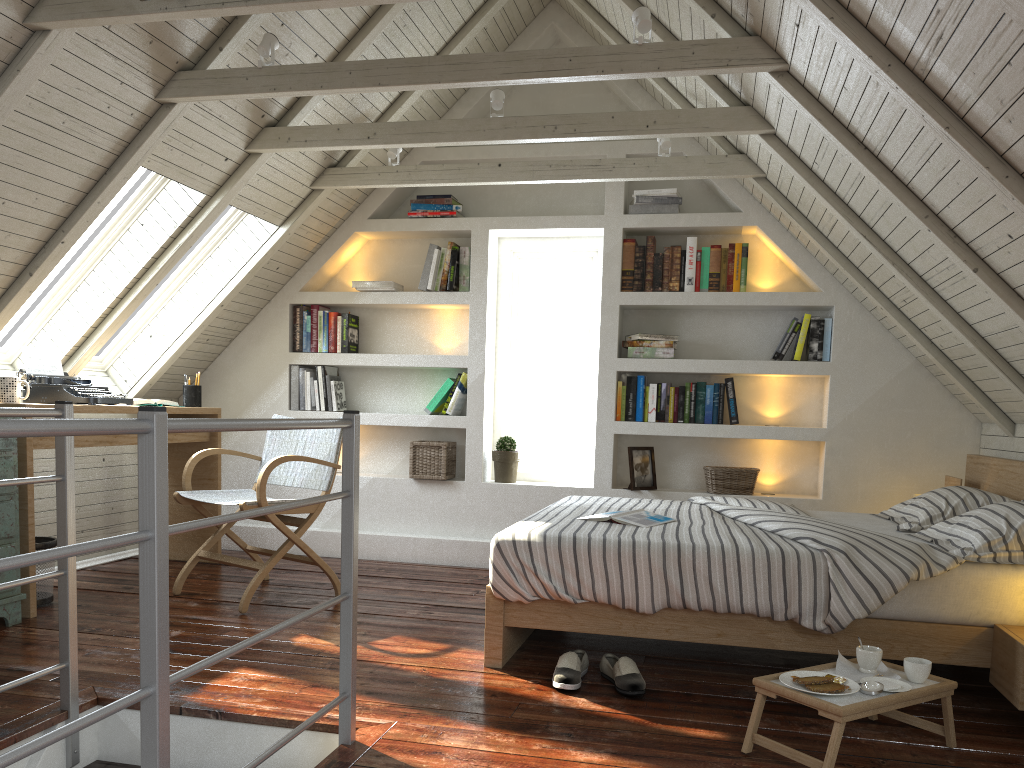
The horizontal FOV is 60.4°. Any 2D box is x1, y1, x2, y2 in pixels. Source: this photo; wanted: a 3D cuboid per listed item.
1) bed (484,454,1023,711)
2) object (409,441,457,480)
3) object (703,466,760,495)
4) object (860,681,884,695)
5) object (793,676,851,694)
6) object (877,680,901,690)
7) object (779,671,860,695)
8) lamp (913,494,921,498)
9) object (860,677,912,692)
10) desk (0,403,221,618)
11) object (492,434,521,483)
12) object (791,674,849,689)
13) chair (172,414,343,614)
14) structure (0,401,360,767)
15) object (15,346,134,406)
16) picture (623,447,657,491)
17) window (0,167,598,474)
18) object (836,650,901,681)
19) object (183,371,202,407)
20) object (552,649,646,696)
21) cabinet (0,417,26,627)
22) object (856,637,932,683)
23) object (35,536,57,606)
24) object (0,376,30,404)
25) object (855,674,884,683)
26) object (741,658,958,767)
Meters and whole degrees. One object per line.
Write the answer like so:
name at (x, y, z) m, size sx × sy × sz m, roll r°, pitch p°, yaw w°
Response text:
bed at (0.979, 0.617, 3.306) m, size 1.875 × 0.711 × 1.863 m, roll 2°, pitch -1°, yaw 13°
object at (-0.433, 0.416, 4.824) m, size 0.204 × 0.203 × 0.203 m, roll 2°, pitch 2°, yaw 13°
object at (1.116, 0.492, 4.488) m, size 0.282 × 0.135 × 0.176 m, roll 2°, pitch 1°, yaw 4°
object at (0.880, 0.740, 2.150) m, size 0.055 × 0.028 × 0.055 m, roll 2°, pitch 0°, yaw -36°
object at (0.761, 0.733, 2.158) m, size 0.110 × 0.029 × 0.118 m, roll 2°, pitch -1°, yaw -22°
object at (0.936, 0.753, 2.202) m, size 0.060 × 0.005 × 0.059 m, roll 2°, pitch -2°, yaw -22°
object at (0.757, 0.743, 2.171) m, size 0.189 × 0.016 × 0.189 m, roll 1°, pitch -2°, yaw 24°
lamp at (1.836, 0.621, 3.927) m, size 0.090 × 0.255 × 0.089 m, roll 4°, pitch 5°, yaw 20°
object at (0.932, 0.753, 2.194) m, size 0.119 × 0.010 × 0.119 m, roll 2°, pitch -2°, yaw -10°
desk at (-1.838, 0.500, 3.960) m, size 0.377 × 0.812 × 1.317 m, roll 3°, pitch 0°, yaw 13°
object at (-0.032, 0.397, 4.762) m, size 0.159 × 0.274 × 0.158 m, roll 2°, pitch 4°, yaw 6°
object at (0.781, 0.744, 2.214) m, size 0.139 × 0.015 × 0.077 m, roll 1°, pitch -2°, yaw 34°
chair at (-1.082, 0.528, 3.814) m, size 0.548 × 0.799 × 0.558 m, roll 4°, pitch 4°, yaw 38°
structure at (-0.973, 0.525, 1.475) m, size 0.835 × 1.004 × 1.631 m, roll 2°, pitch 0°, yaw 13°
object at (-1.853, -0.033, 3.758) m, size 0.354 × 0.240 × 0.386 m, roll 2°, pitch 0°, yaw 8°
picture at (0.646, 0.433, 4.529) m, size 0.173 × 0.225 × 0.125 m, roll 0°, pitch 4°, yaw -37°
window at (-0.966, -0.258, 4.105) m, size 3.096 × 1.388 × 1.391 m, roll 2°, pitch 2°, yaw -10°
object at (0.920, 0.738, 2.314) m, size 0.154 × 0.047 × 0.157 m, roll 2°, pitch -1°, yaw 3°
object at (-1.616, 0.028, 4.443) m, size 0.088 × 0.188 × 0.087 m, roll 0°, pitch 5°, yaw -23°
object at (0.277, 0.885, 2.736) m, size 0.285 × 0.092 × 0.273 m, roll 2°, pitch -1°, yaw 11°
cabinet at (-2.052, 0.481, 2.874) m, size 0.415 × 0.774 × 0.799 m, roll 3°, pitch 2°, yaw 13°
object at (0.996, 0.715, 2.294) m, size 0.184 × 0.100 × 0.081 m, roll 2°, pitch 2°, yaw 36°
object at (-1.947, 0.753, 3.534) m, size 0.224 × 0.255 × 0.222 m, roll 2°, pitch 2°, yaw 7°
object at (-1.914, 0.024, 3.371) m, size 0.108 × 0.101 × 0.082 m, roll 1°, pitch 3°, yaw -36°
object at (0.911, 0.757, 2.254) m, size 0.153 × 0.002 × 0.016 m, roll 3°, pitch -2°, yaw -38°
object at (0.867, 0.840, 2.234) m, size 0.530 × 0.184 × 0.267 m, roll 2°, pitch 0°, yaw -32°
